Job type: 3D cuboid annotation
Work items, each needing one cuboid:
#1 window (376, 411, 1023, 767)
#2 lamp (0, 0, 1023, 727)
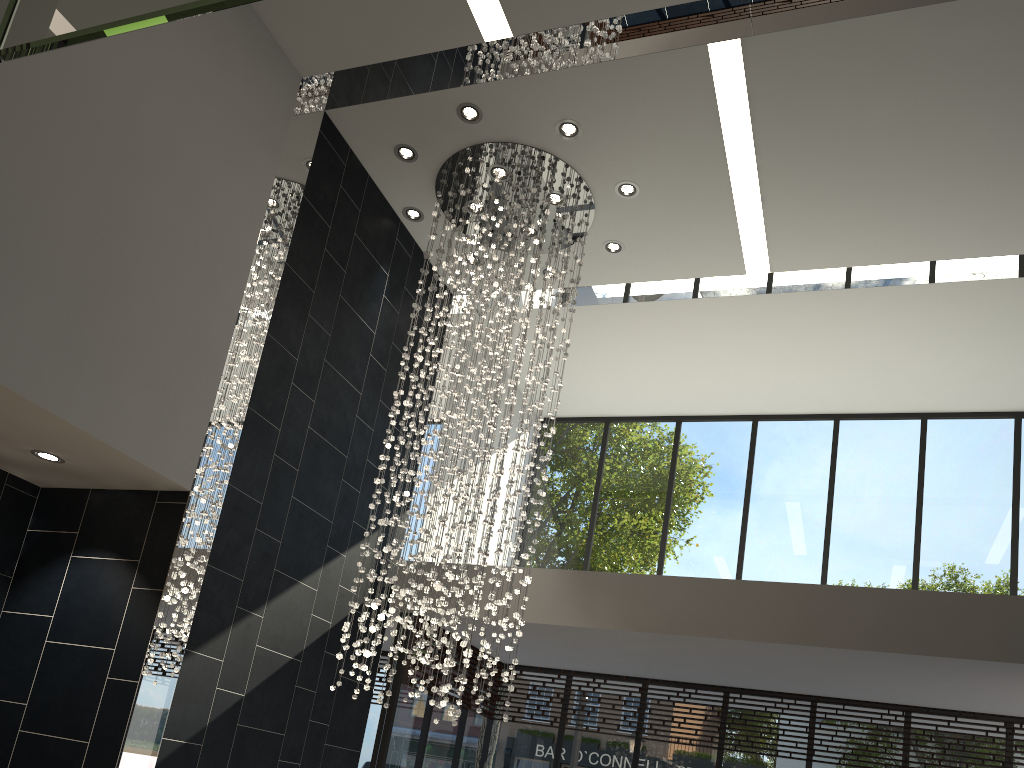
[{"bbox_3d":[2.293,2.462,7.912,6.131,5.607,2.521,1,-19,23],"label":"window"},{"bbox_3d":[6.512,-42.101,10.193,420.168,106.511,408.909,30,-31,-36],"label":"lamp"}]
